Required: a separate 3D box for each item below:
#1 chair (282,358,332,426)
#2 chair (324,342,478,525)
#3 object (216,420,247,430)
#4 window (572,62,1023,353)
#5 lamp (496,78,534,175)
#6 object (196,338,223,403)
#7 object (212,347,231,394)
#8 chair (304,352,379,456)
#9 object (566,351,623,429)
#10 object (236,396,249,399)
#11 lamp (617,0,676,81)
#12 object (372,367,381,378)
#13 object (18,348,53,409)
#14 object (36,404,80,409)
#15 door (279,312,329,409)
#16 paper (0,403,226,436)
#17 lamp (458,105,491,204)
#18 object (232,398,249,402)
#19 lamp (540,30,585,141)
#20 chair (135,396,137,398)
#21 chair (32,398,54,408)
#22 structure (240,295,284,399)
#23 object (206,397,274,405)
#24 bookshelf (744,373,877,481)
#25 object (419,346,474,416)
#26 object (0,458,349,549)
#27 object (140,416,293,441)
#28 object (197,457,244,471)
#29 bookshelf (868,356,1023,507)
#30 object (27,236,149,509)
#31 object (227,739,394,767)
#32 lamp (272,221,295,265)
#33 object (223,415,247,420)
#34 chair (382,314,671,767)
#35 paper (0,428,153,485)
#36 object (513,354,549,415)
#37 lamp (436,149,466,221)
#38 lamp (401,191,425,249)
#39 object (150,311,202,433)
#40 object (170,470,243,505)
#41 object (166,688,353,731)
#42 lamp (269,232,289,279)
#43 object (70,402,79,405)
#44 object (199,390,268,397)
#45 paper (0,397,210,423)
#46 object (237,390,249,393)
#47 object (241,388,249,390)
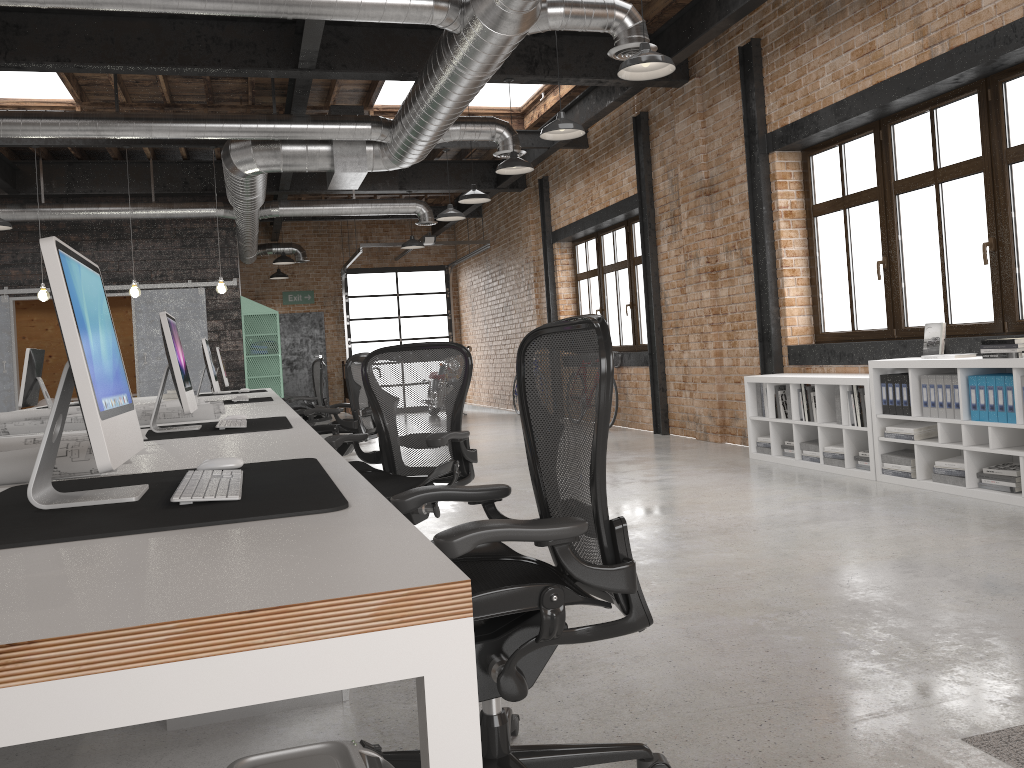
[{"bbox_3d":[-2.261,0.276,9.527,0.793,1.086,0.769,-4,0,-38],"label":"chair"},{"bbox_3d":[-0.475,0.358,3.947,0.770,1.086,0.792,-4,0,7],"label":"chair"},{"bbox_3d":[-1.184,0.168,3.747,0.118,0.017,0.438,-4,2,-16],"label":"object"},{"bbox_3d":[2.139,-1.191,8.812,0.147,1.691,8.629,-3,2,-16],"label":"window"},{"bbox_3d":[-0.001,-2.419,8.283,0.362,0.857,0.362,-4,0,6],"label":"lamp"},{"bbox_3d":[-2.293,-0.098,6.679,0.190,0.485,0.483,-4,1,-16],"label":"object"},{"bbox_3d":[-3.075,-0.142,9.332,0.190,0.485,0.483,-4,1,-16],"label":"object"},{"bbox_3d":[-1.359,0.311,6.893,0.792,1.086,0.770,-4,0,-8],"label":"chair"},{"bbox_3d":[0.985,0.022,11.289,0.402,1.040,1.736,-4,1,-22],"label":"object"},{"bbox_3d":[-2.144,0.107,7.030,0.106,0.028,0.059,-4,2,-18],"label":"object"},{"bbox_3d":[0.810,-2.373,5.529,0.362,0.857,0.362,-4,0,1],"label":"lamp"},{"bbox_3d":[-2.620,0.171,16.396,0.410,1.034,1.733,-4,1,-10],"label":"object"},{"bbox_3d":[-3.449,-0.014,6.423,0.190,0.485,0.483,-4,1,-16],"label":"object"},{"bbox_3d":[-4.242,0.201,8.758,0.688,0.008,0.848,-4,2,-17],"label":"object"},{"bbox_3d":[-4.294,-0.406,18.097,0.999,2.101,0.218,-4,-1,-16],"label":"door"},{"bbox_3d":[-1.984,0.176,4.307,1.135,0.082,0.083,-5,1,-22],"label":"paper"},{"bbox_3d":[-0.456,-2.696,9.774,0.362,1.364,0.361,-4,-1,-9],"label":"lamp"},{"bbox_3d":[-2.058,0.119,6.714,0.118,0.017,0.438,-4,2,-16],"label":"object"},{"bbox_3d":[0.356,-2.651,7.020,0.362,1.364,0.361,-3,-1,-44],"label":"lamp"},{"bbox_3d":[-6.384,0.481,15.600,0.618,0.778,0.580,-4,0,-22],"label":"chair"},{"bbox_3d":[-6.925,0.596,13.377,0.618,0.778,0.580,-4,0,-22],"label":"chair"},{"bbox_3d":[-3.801,-0.277,13.568,0.557,2.101,1.116,-4,0,-16],"label":"structure"},{"bbox_3d":[-2.173,0.139,6.718,0.688,0.008,0.848,-4,2,-16],"label":"object"},{"bbox_3d":[2.364,0.276,6.690,0.400,0.685,1.543,-4,1,-16],"label":"bookshelf"},{"bbox_3d":[-1.199,-0.082,15.889,0.814,1.360,2.173,-4,1,-29],"label":"object"},{"bbox_3d":[-0.710,0.221,1.753,0.688,0.008,0.848,-4,2,-16],"label":"object"},{"bbox_3d":[-1.293,0.188,3.734,0.688,0.008,0.848,-4,2,-16],"label":"object"},{"bbox_3d":[-0.688,0.188,2.090,0.106,0.028,0.059,-4,2,-15],"label":"object"},{"bbox_3d":[2.804,0.243,5.203,0.400,0.800,1.543,-4,1,-16],"label":"bookshelf"},{"bbox_3d":[-0.837,-0.017,1.738,0.190,0.485,0.483,-4,1,-16],"label":"object"},{"bbox_3d":[-0.240,0.754,1.138,0.251,0.466,0.338,-4,0,-16],"label":"object"},{"bbox_3d":[-3.766,-2.636,14.466,0.362,1.339,0.361,-3,-1,-39],"label":"lamp"},{"bbox_3d":[-1.270,0.156,4.063,0.106,0.028,0.059,-4,2,-18],"label":"object"},{"bbox_3d":[-0.044,0.402,1.934,0.793,1.086,0.769,-4,0,-33],"label":"chair"},{"bbox_3d":[-1.567,0.214,2.527,0.976,0.105,1.074,-4,2,-19],"label":"paper"},{"bbox_3d":[0.256,-0.019,13.767,0.402,1.040,1.736,-4,1,-22],"label":"object"},{"bbox_3d":[-0.780,-2.462,10.926,0.362,0.857,0.362,-4,0,1],"label":"lamp"},{"bbox_3d":[-1.539,-2.505,13.502,0.362,0.857,0.361,-3,-1,-39],"label":"lamp"},{"bbox_3d":[-1.419,-0.049,3.712,0.190,0.485,0.483,-4,1,-16],"label":"object"},{"bbox_3d":[-0.602,0.200,1.773,0.118,0.017,0.438,-4,2,-16],"label":"object"},{"bbox_3d":[-0.766,0.739,2.697,0.541,0.455,0.221,-4,0,-16],"label":"object"},{"bbox_3d":[-4.464,-2.675,16.834,0.362,1.339,0.361,-3,-1,-39],"label":"lamp"},{"bbox_3d":[-4.351,0.196,8.747,0.119,0.017,0.438,-4,2,-16],"label":"object"},{"bbox_3d":[-2.954,0.095,9.371,0.688,0.008,0.848,-4,2,-17],"label":"object"},{"bbox_3d":[-2.615,0.174,5.571,1.073,0.105,0.977,-2,3,38],"label":"paper"},{"bbox_3d":[-2.840,0.075,9.367,0.118,0.017,0.438,-4,2,-16],"label":"object"},{"bbox_3d":[-2.926,0.063,9.683,0.106,0.028,0.059,-4,2,-18],"label":"object"}]
